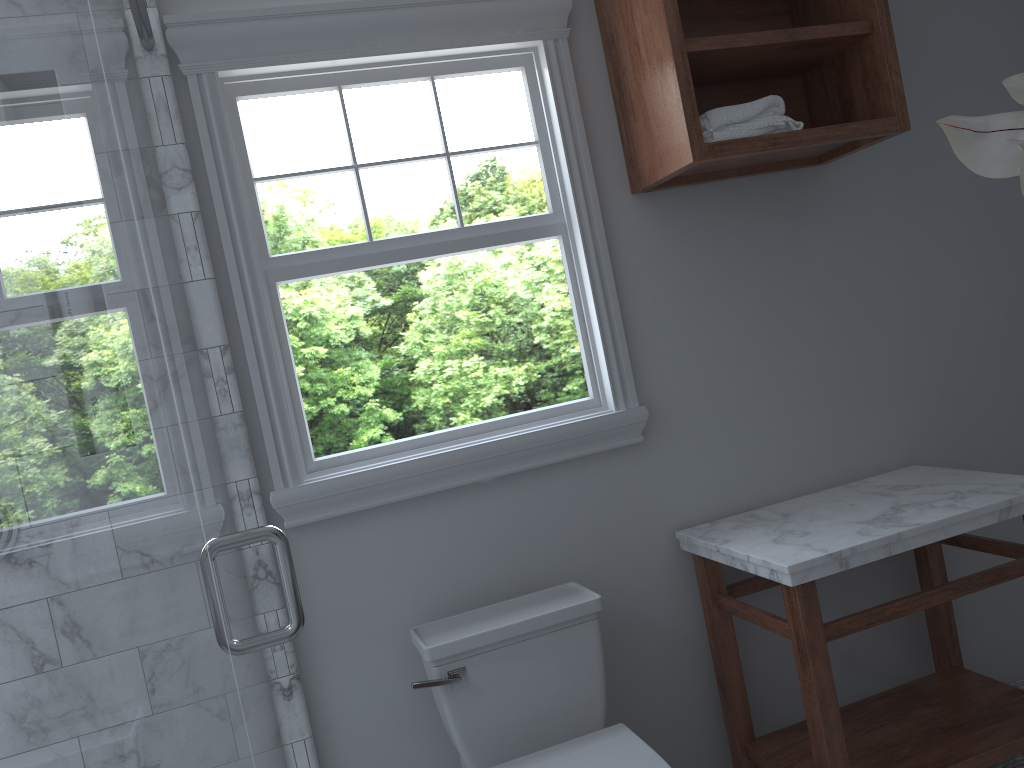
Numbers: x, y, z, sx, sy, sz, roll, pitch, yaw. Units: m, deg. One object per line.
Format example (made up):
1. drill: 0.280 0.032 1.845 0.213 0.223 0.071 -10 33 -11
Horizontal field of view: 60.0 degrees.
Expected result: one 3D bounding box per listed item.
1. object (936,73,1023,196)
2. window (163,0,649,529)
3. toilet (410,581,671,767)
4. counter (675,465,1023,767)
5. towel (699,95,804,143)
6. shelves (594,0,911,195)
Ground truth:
1. object: 0.297 0.061 0.264 0.225 0.706 0.374 -11 2 14
2. window: -0.232 -0.356 2.323 1.040 1.248 0.149 -12 2 -17
3. toilet: 0.109 0.912 1.914 0.490 0.727 0.722 -12 2 -17
4. counter: 0.998 0.722 2.352 0.828 0.810 0.539 -12 2 -17
5. towel: 0.560 -0.654 2.324 0.305 0.112 0.283 -12 2 -16
6. shelves: 0.631 -0.872 2.380 0.647 0.566 0.357 -12 2 -17
